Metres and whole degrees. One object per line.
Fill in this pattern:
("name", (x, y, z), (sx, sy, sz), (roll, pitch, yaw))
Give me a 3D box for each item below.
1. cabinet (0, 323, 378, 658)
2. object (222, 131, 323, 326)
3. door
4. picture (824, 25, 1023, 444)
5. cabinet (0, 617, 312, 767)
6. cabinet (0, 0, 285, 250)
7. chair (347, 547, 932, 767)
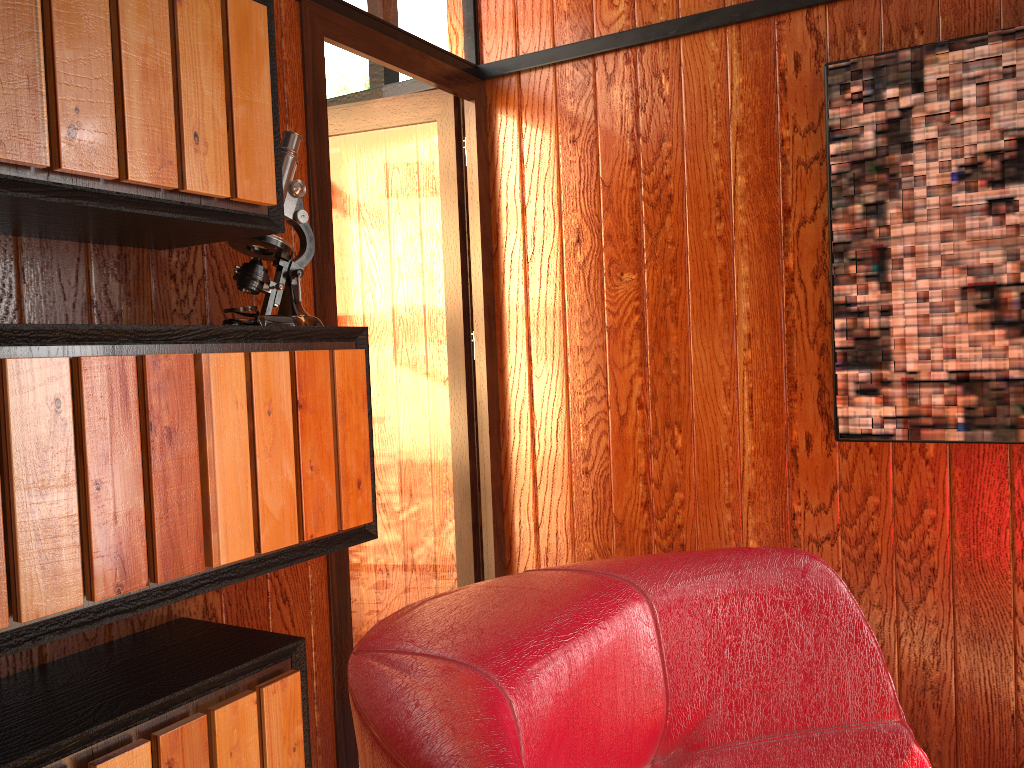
("cabinet", (-0.791, 0.134, 0.983), (0.321, 0.390, 1.653), (-1, 2, 30))
("object", (-0.421, -0.273, 1.553), (0.181, 0.354, 0.142), (-3, 2, -23))
("door", (-0.539, 0.134, 2.444), (0.734, 1.955, 0.751), (-1, 2, 30))
("picture", (1.133, -0.310, 1.828), (0.916, 0.873, 0.061), (-1, 2, 30))
("cabinet", (-0.870, 0.658, 0.829), (0.321, 0.390, 1.653), (-1, 2, 30))
("cabinet", (-0.914, -0.396, 0.793), (0.321, 0.390, 1.653), (-1, 2, 30))
("chair", (0.297, 0.637, 0.524), (0.839, 0.956, 0.621), (-1, 2, 30))
